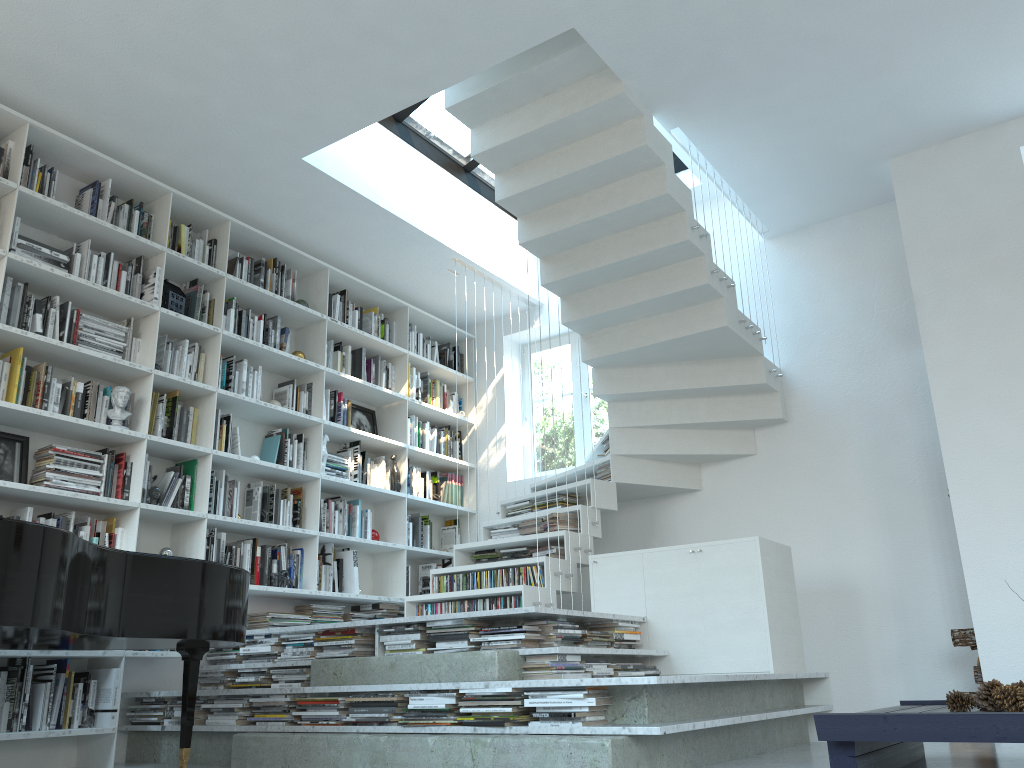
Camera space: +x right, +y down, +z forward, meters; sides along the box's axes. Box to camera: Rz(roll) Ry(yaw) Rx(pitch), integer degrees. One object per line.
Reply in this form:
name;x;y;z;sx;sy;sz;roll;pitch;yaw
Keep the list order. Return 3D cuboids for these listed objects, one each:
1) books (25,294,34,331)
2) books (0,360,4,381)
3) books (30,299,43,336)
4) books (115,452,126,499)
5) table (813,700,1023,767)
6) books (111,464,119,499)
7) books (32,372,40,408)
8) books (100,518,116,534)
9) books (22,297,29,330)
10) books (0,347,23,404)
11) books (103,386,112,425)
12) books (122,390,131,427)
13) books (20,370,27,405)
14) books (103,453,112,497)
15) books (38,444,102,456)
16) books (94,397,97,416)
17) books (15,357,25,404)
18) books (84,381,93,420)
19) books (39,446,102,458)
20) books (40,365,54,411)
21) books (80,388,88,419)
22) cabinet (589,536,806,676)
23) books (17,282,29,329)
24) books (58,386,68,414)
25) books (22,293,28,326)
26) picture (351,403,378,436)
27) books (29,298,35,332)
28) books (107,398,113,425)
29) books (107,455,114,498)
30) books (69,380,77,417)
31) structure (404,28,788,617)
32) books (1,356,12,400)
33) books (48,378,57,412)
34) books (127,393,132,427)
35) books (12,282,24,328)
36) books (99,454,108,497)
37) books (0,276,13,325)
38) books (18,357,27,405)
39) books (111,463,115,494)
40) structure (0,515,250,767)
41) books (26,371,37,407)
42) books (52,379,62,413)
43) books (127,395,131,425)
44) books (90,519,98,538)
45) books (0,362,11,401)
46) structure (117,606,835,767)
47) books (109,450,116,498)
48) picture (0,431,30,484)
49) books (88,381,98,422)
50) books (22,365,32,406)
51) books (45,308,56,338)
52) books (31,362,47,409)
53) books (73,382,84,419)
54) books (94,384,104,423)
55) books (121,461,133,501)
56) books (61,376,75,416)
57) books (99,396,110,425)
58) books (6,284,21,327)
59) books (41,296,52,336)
books;-2.478;-0.316;4.472;0.173;0.249;0.014;-14;-21;32
books;-2.530;0.015;4.296;0.139;0.247;0.026;-14;-21;32
books;-2.445;-0.298;4.508;0.154;0.236;0.066;-14;-22;32
books;-2.123;0.514;4.713;0.186;0.278;0.011;-14;-21;32
table;1.832;1.178;2.943;1.259;0.217;1.273;-14;-22;32
books;-2.145;0.543;4.700;0.132;0.216;0.021;-14;-21;32
books;-2.424;0.064;4.431;0.137;0.235;0.026;-14;-21;32
books;-2.124;0.853;4.612;0.149;0.299;0.011;-14;-21;32
books;-2.489;-0.310;4.460;0.147;0.232;0.014;-14;-21;32
books;-2.467;-0.011;4.334;0.188;0.316;0.014;-14;-21;32
books;-2.204;0.152;4.754;0.135;0.262;0.014;-14;-21;32
books;-2.137;0.171;4.822;0.154;0.265;0.014;-14;-21;32
books;-2.466;0.052;4.382;0.148;0.227;0.024;-14;-21;32
books;-2.169;0.503;4.649;0.184;0.260;0.012;-14;-21;32
books;-2.270;0.351;4.554;0.161;0.012;0.254;-16;-23;36
books;-2.246;0.160;4.685;0.114;0.206;0.022;-14;-21;32
books;-2.457;0.017;4.337;0.189;0.265;0.015;-14;-21;32
books;-2.256;0.118;4.620;0.186;0.244;0.012;-14;-21;32
books;-2.271;0.363;4.552;0.161;0.012;0.254;-12;-21;29
books;-2.384;0.054;4.456;0.190;0.267;0.028;-14;-21;32
books;-2.276;0.136;4.603;0.178;0.199;0.029;-14;-22;32
cabinet;0.992;1.252;4.865;0.994;0.665;0.552;-14;-22;32
books;-2.500;-0.349;4.451;0.179;0.299;0.011;-14;-21;32
books;-2.347;0.118;4.542;0.146;0.198;0.050;-14;-22;32
books;-2.496;-0.322;4.453;0.153;0.251;0.011;-14;-21;32
picture;-1.098;0.304;6.508;0.077;0.298;0.301;-13;-22;32
books;-2.472;-0.307;4.481;0.147;0.238;0.011;-14;-21;32
books;-2.192;0.181;4.752;0.146;0.205;0.012;-14;-21;32
books;-2.165;0.513;4.672;0.163;0.255;0.013;-14;-21;32
books;-2.311;0.110;4.575;0.175;0.233;0.010;-14;-21;32
structure;0.300;0.006;5.288;1.957;3.369;2.620;-13;-22;32
books;-2.509;0.011;4.342;0.137;0.283;0.010;-13;-21;32
books;-2.374;0.091;4.484;0.175;0.215;0.024;-14;-22;32
books;-2.135;0.184;4.858;0.107;0.264;0.023;-13;-21;32
books;-2.518;-0.350;4.439;0.151;0.294;0.029;-14;-21;32
books;-2.178;0.504;4.640;0.161;0.253;0.012;-14;-21;32
books;-2.547;-0.369;4.381;0.179;0.296;0.026;-14;-21;32
books;-2.457;0.019;4.365;0.171;0.280;0.010;-14;-21;32
books;-2.156;0.532;4.690;0.134;0.231;0.013;-14;-21;32
structure;-1.686;1.012;3.110;1.336;0.829;1.923;-14;-22;32
books;-2.428;0.061;4.411;0.170;0.227;0.012;-14;-21;32
books;-2.359;0.098;4.506;0.169;0.214;0.030;-14;-22;32
books;-2.139;0.180;4.839;0.137;0.260;0.014;-14;-21;32
books;-2.182;0.841;4.543;0.132;0.283;0.010;-13;-21;32
books;-2.509;0.024;4.313;0.156;0.239;0.029;-14;-21;32
structure;-0.046;1.653;4.859;3.117;0.657;2.906;-14;-22;32
books;-2.158;0.501;4.686;0.152;0.287;0.011;-14;-21;32
picture;-2.498;0.369;4.294;0.077;0.298;0.301;-13;-22;32
books;-2.247;0.126;4.666;0.151;0.257;0.025;-14;-21;32
books;-2.456;0.046;4.411;0.134;0.258;0.028;-14;-21;32
books;-2.411;-0.270;4.561;0.148;0.216;0.024;-14;-21;32
books;-2.407;0.044;4.450;0.177;0.282;0.013;-14;-21;32
books;-2.291;0.117;4.583;0.185;0.223;0.029;-14;-22;32
books;-2.229;0.139;4.708;0.127;0.258;0.024;-13;-21;32
books;-2.101;0.541;4.717;0.199;0.228;0.034;-14;-22;32
books;-2.322;0.096;4.571;0.161;0.257;0.014;-14;-21;32
books;-2.210;0.173;4.721;0.149;0.200;0.035;-14;-22;32
books;-2.518;-0.346;4.403;0.185;0.265;0.025;-14;-21;32
books;-2.431;-0.307;4.557;0.131;0.284;0.022;-13;-21;32
